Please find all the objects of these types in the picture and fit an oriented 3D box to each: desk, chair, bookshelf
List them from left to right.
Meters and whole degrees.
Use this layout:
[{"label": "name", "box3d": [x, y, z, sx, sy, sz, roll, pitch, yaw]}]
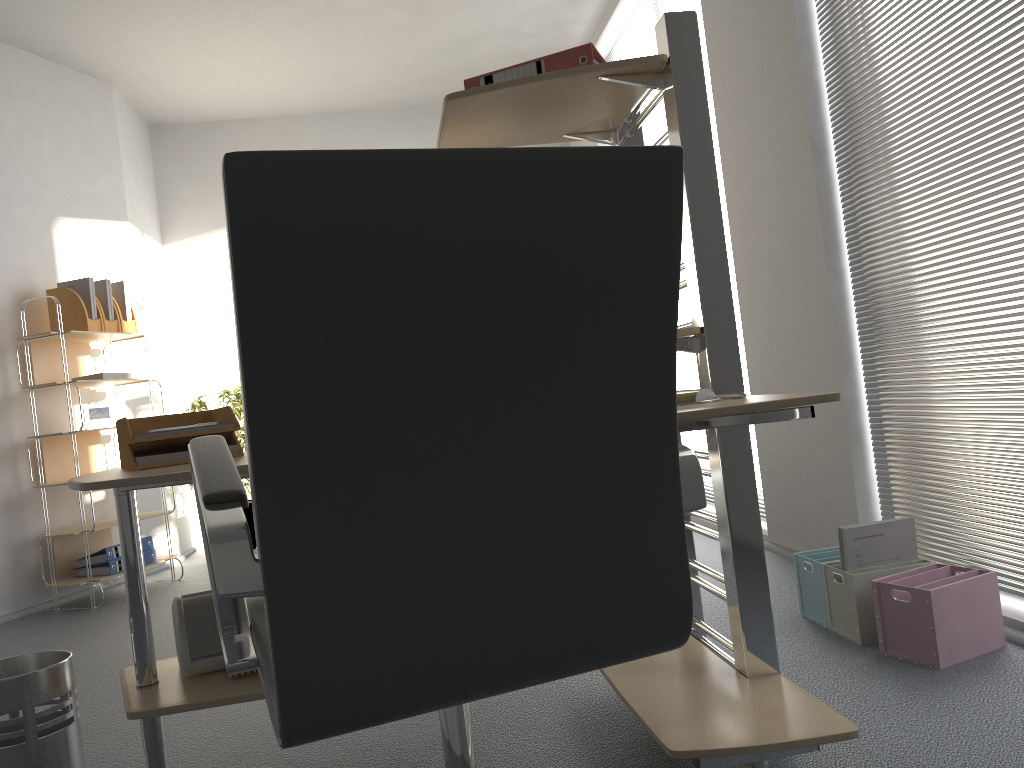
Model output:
[{"label": "bookshelf", "box3d": [-2.181, 0.340, 4.708, 0.381, 1.572, 0.724, -7, -1, 20]}, {"label": "desk", "box3d": [-0.239, 0.064, 1.861, 1.469, 1.566, 0.967, -7, -1, -8]}, {"label": "chair", "box3d": [-0.090, 0.298, 1.180, 0.584, 1.048, 0.652, -7, -1, -21]}]

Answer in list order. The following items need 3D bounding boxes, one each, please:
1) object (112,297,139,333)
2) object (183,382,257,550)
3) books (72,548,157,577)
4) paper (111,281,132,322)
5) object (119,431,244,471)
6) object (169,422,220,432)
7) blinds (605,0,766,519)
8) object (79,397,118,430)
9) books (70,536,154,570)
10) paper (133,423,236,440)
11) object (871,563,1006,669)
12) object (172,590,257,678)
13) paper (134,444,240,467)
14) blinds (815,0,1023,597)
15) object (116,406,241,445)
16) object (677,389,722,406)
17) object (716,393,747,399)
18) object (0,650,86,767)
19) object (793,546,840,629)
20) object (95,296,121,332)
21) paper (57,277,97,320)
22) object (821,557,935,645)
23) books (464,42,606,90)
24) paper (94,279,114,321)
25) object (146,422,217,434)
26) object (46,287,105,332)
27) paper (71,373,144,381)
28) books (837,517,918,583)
[{"label": "object", "box3d": [-2.206, -0.387, 4.888, 0.243, 0.259, 0.113, -7, -1, 23]}, {"label": "object", "box3d": [-1.823, 0.528, 5.809, 0.544, 1.147, 0.644, -7, -1, 21]}, {"label": "books", "box3d": [-2.098, 0.943, 4.684, 0.262, 0.072, 0.320, -7, -1, 20]}, {"label": "paper", "box3d": [-2.201, -0.407, 4.908, 0.213, 0.297, 0.045, -7, -1, 23]}, {"label": "object", "box3d": [-0.766, 0.151, 2.036, 0.225, 0.060, 0.309, -7, -1, -29]}, {"label": "object", "box3d": [-0.721, 0.096, 1.976, 0.008, 0.009, 0.159, -8, -1, 38]}, {"label": "blinds", "box3d": [0.881, -0.735, 4.861, 0.037, 2.749, 1.950, -7, -1, -8]}, {"label": "object", "box3d": [-2.185, 0.158, 4.695, 0.077, 0.161, 0.192, -8, -1, 38]}, {"label": "books", "box3d": [-2.114, 0.890, 4.688, 0.263, 0.100, 0.320, -7, -1, 20]}, {"label": "paper", "box3d": [-0.770, 0.112, 2.036, 0.210, 0.010, 0.297, -7, -1, -29]}, {"label": "object", "box3d": [1.104, 0.599, 2.302, 0.245, 0.202, 0.185, -7, -1, -26]}, {"label": "object", "box3d": [-0.508, 0.520, 1.957, 0.438, 0.162, 0.351, -7, -1, -23]}, {"label": "paper", "box3d": [-0.764, 0.163, 2.035, 0.210, 0.019, 0.297, -7, -1, -29]}, {"label": "blinds", "box3d": [1.248, -0.814, 2.085, 0.022, 2.770, 1.950, -7, -1, -8]}, {"label": "object", "box3d": [-0.772, 0.095, 2.037, 0.225, 0.060, 0.309, -7, -1, -29]}, {"label": "object", "box3d": [0.347, 0.027, 1.757, 0.132, 0.026, 0.132, -7, -1, -7]}, {"label": "object", "box3d": [0.429, 0.024, 1.770, 0.011, 0.011, 0.158, -7, -1, -11]}, {"label": "object", "box3d": [-0.991, 0.763, 1.810, 0.208, 0.377, 0.208, -8, -1, 36]}, {"label": "object", "box3d": [1.024, 0.614, 2.706, 0.245, 0.202, 0.185, -7, -1, -8]}, {"label": "object", "box3d": [-2.253, -0.383, 4.773, 0.243, 0.259, 0.113, -7, -1, 20]}, {"label": "paper", "box3d": [-2.290, -0.399, 4.676, 0.213, 0.297, 0.045, -7, -1, 18]}, {"label": "object", "box3d": [1.048, 0.609, 2.522, 0.245, 0.202, 0.185, -7, -1, -8]}, {"label": "books", "box3d": [0.088, -0.707, 2.142, 0.320, 0.072, 0.262, -7, -1, 25]}, {"label": "paper", "box3d": [-2.250, -0.403, 4.793, 0.213, 0.297, 0.045, -7, -1, 20]}, {"label": "object", "box3d": [-0.723, 0.096, 1.946, 0.159, 0.009, 0.008, -6, -1, -44]}, {"label": "object", "box3d": [-2.292, -0.379, 4.655, 0.243, 0.259, 0.113, -7, -1, 18]}, {"label": "paper", "box3d": [-2.181, -0.029, 4.798, 0.213, 0.046, 0.297, -7, -1, 19]}, {"label": "books", "box3d": [1.041, 0.539, 2.508, 0.220, 0.306, 0.068, -7, -1, -7]}]
